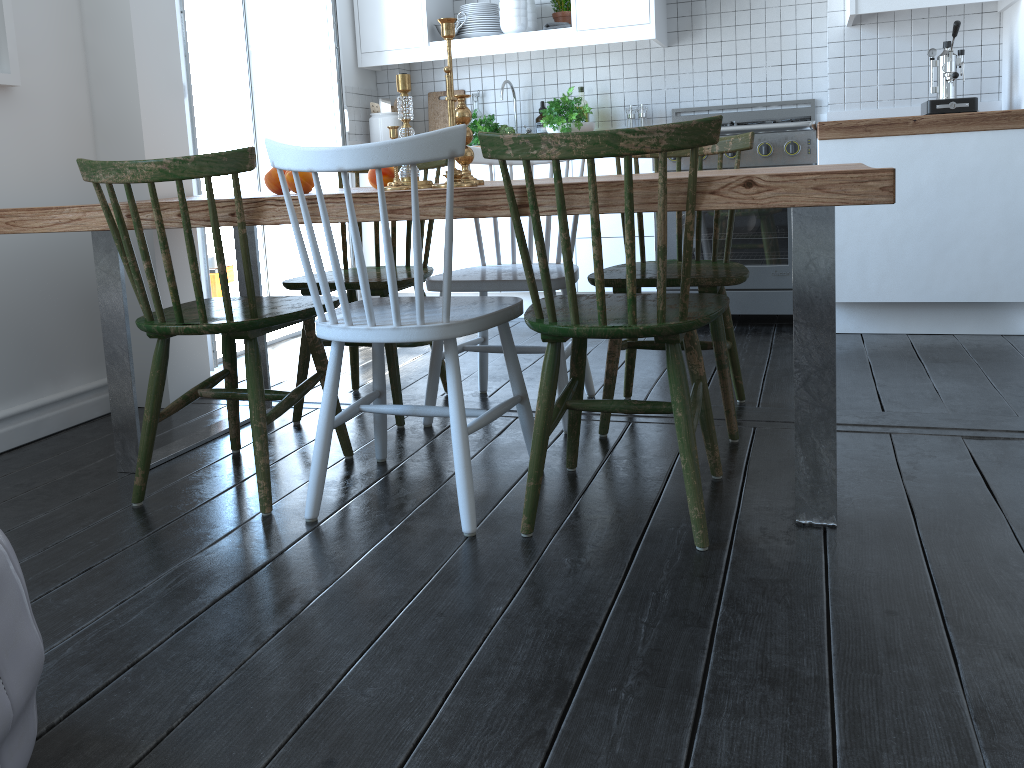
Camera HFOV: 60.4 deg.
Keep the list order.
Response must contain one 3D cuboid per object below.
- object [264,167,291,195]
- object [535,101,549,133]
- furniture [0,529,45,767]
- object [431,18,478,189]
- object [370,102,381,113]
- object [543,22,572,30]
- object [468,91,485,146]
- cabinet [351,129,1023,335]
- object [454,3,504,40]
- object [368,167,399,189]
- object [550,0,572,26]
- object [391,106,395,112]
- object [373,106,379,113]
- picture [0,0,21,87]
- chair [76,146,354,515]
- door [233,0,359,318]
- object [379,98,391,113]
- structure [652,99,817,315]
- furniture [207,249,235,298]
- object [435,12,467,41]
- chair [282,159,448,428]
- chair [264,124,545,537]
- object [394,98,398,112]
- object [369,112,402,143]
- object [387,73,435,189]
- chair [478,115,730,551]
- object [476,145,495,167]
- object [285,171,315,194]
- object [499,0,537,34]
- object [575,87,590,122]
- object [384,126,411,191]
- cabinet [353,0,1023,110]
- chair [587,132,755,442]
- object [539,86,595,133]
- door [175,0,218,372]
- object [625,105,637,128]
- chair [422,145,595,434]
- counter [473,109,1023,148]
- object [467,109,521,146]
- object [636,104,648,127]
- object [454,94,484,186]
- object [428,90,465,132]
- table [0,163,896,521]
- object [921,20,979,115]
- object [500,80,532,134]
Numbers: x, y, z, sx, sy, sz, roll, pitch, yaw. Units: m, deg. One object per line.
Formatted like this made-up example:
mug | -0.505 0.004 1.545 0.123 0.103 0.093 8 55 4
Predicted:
object | -0.690 -0.605 2.615 0.088 0.088 0.085 -1 10 9
object | 0.168 -1.399 4.718 0.085 0.227 0.086 -5 8 -16
furniture | -0.874 0.378 0.987 0.609 0.412 0.627 0 12 13
object | -0.152 -0.683 2.152 0.114 0.404 0.115 -6 8 -19
object | -0.723 -1.373 4.713 0.054 0.258 0.151 -4 9 -6
object | 0.233 -1.792 4.451 0.245 0.041 0.282 0 14 11
object | -0.195 -1.454 4.841 0.098 0.313 0.099 0 8 19
cabinet | 0.692 -0.736 4.300 3.188 0.802 0.742 4 12 27
object | -0.170 -1.898 4.654 0.300 0.191 0.312 1 13 20
object | -0.378 -0.611 2.592 0.089 0.082 0.086 3 12 31
object | 0.278 -1.981 4.554 0.172 0.360 0.167 -9 10 -33
object | -0.639 -1.382 4.759 0.051 0.243 0.116 -5 9 -16
object | -0.708 -1.374 4.734 0.061 0.247 0.118 -9 10 -40
picture | -1.645 -1.246 2.283 0.083 0.874 0.700 -1 10 19
chair | -0.697 -0.153 2.167 0.467 0.815 0.494 0 9 17
door | -1.107 -1.325 4.426 0.585 1.995 0.106 -1 7 13
object | -0.676 -1.396 4.736 0.064 0.285 0.143 -4 8 -7
structure | 1.070 -0.825 4.163 0.700 1.003 0.735 0 10 19
furniture | -1.990 -0.583 5.160 0.920 0.369 0.408 1 12 19
object | -0.314 -1.829 4.525 0.210 0.132 0.103 4 12 31
chair | -0.459 -0.334 2.866 0.467 0.814 0.494 0 9 17
chair | -0.237 -0.142 1.992 0.466 0.829 0.519 0 9 19
object | -0.633 -1.403 4.751 0.131 0.291 0.057 -3 7 -2
object | -0.675 -1.348 4.732 0.174 0.205 0.177 1 11 23
object | -0.284 -0.679 2.376 0.141 0.306 0.141 -7 9 -28
chair | 0.231 -0.130 1.873 0.467 0.814 0.494 0 9 17
object | -0.036 -1.186 4.574 0.372 0.109 0.361 2 14 19
object | -0.618 -0.597 2.573 0.084 0.087 0.092 7 15 44
object | 0.033 -1.889 4.527 0.149 0.213 0.315 0 12 16
object | 0.367 -1.410 4.603 0.066 0.278 0.067 -1 8 14
object | -0.293 -0.565 2.209 0.080 0.158 0.081 -7 9 -24
cabinet | 0.945 -1.479 4.076 3.792 2.335 0.792 2 9 23
chair | 0.469 -0.311 2.572 0.467 0.815 0.494 0 9 17
object | 0.274 -1.347 4.397 0.271 0.265 0.345 -1 11 9
door | -1.466 -1.049 3.364 0.586 1.995 0.106 1 8 25
object | 0.620 -1.361 4.574 0.059 0.170 0.060 2 9 32
chair | 0.008 -0.337 2.745 0.466 0.829 0.519 0 9 19
counter | 0.645 -1.145 4.195 3.099 0.072 0.863 2 14 19
object | -0.088 -1.258 4.511 0.469 0.303 0.289 -5 10 -8
object | 0.672 -1.354 4.534 0.059 0.170 0.060 2 9 32
object | -0.133 -0.664 2.410 0.101 0.244 0.102 4 11 42
object | -0.364 -1.473 4.929 0.220 0.325 0.041 0 8 19
table | -0.210 -0.180 2.400 2.227 0.705 1.038 2 12 19
object | 1.829 -1.301 3.668 0.206 0.364 0.360 0 11 19
object | 0.026 -1.433 4.675 0.189 0.347 0.279 -4 10 -4
